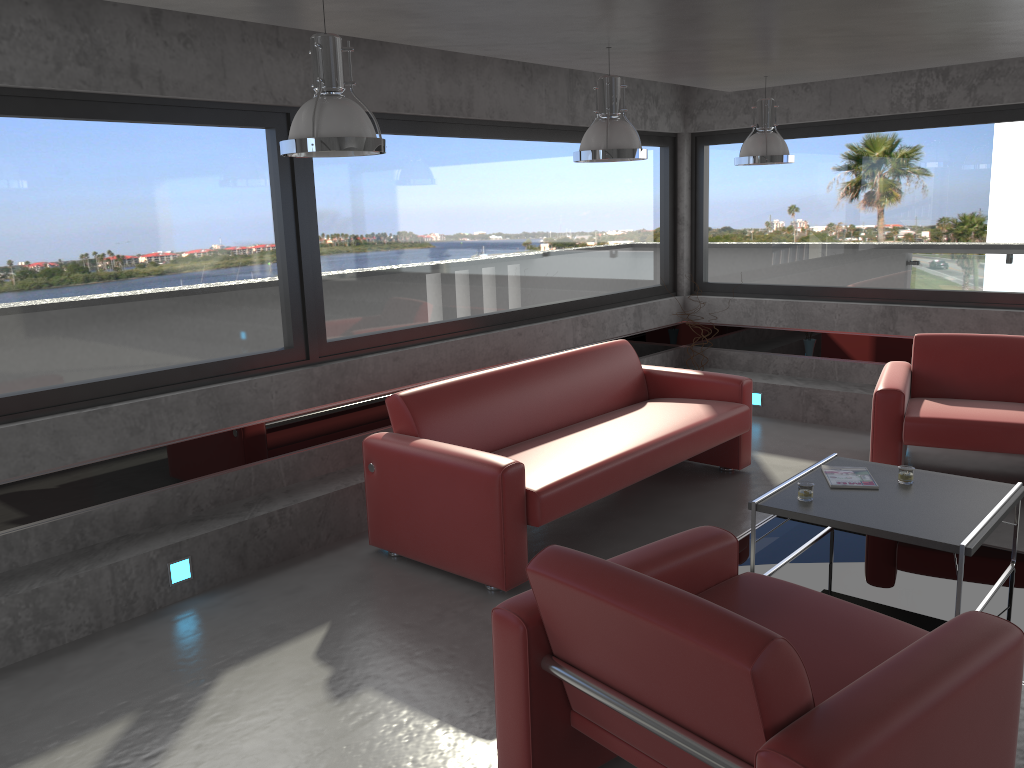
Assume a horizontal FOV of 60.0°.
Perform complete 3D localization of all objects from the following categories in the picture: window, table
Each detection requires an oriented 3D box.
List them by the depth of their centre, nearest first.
[{"bbox_3d":[1.847,0.740,4.369,0.994,0.436,1.018,8,15,40],"label":"table"},{"bbox_3d":[-1.120,-0.908,5.427,0.003,1.364,7.800,8,15,40],"label":"window"},{"bbox_3d":[3.484,-1.365,6.878,4.583,1.364,0.003,8,15,40],"label":"window"}]

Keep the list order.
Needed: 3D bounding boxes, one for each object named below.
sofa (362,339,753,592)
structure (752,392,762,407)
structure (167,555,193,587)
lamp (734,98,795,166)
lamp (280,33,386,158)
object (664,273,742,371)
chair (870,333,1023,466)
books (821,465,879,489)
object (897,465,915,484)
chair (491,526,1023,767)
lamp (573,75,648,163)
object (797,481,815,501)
[{"bbox_3d":[0.448,0.317,5.456,1.120,0.854,2.626,8,15,40],"label":"sofa"},{"bbox_3d":[2.107,0.130,7.672,0.123,0.123,0.004,8,15,40],"label":"structure"},{"bbox_3d":[-1.642,0.927,4.393,0.004,0.123,0.123,8,15,40],"label":"structure"},{"bbox_3d":[1.690,-1.687,5.926,0.388,0.422,0.389,5,13,30],"label":"lamp"},{"bbox_3d":[-0.674,-1.068,3.282,0.389,0.422,0.388,8,15,40],"label":"lamp"},{"bbox_3d":[1.502,-0.262,7.217,0.466,1.289,0.531,-10,14,-35],"label":"object"},{"bbox_3d":[3.010,0.163,5.765,1.196,0.854,1.130,4,13,26],"label":"chair"},{"bbox_3d":[1.745,0.478,4.590,0.228,0.022,0.326,0,12,11],"label":"books"},{"bbox_3d":[1.996,0.461,4.493,0.079,0.077,0.079,-12,15,-39],"label":"object"},{"bbox_3d":[0.730,0.866,2.694,1.130,0.854,1.196,-11,14,-38],"label":"chair"},{"bbox_3d":[0.508,-1.377,4.604,0.389,0.422,0.388,8,15,40],"label":"lamp"},{"bbox_3d":[1.423,0.520,4.297,0.079,0.077,0.079,3,13,24],"label":"object"}]
